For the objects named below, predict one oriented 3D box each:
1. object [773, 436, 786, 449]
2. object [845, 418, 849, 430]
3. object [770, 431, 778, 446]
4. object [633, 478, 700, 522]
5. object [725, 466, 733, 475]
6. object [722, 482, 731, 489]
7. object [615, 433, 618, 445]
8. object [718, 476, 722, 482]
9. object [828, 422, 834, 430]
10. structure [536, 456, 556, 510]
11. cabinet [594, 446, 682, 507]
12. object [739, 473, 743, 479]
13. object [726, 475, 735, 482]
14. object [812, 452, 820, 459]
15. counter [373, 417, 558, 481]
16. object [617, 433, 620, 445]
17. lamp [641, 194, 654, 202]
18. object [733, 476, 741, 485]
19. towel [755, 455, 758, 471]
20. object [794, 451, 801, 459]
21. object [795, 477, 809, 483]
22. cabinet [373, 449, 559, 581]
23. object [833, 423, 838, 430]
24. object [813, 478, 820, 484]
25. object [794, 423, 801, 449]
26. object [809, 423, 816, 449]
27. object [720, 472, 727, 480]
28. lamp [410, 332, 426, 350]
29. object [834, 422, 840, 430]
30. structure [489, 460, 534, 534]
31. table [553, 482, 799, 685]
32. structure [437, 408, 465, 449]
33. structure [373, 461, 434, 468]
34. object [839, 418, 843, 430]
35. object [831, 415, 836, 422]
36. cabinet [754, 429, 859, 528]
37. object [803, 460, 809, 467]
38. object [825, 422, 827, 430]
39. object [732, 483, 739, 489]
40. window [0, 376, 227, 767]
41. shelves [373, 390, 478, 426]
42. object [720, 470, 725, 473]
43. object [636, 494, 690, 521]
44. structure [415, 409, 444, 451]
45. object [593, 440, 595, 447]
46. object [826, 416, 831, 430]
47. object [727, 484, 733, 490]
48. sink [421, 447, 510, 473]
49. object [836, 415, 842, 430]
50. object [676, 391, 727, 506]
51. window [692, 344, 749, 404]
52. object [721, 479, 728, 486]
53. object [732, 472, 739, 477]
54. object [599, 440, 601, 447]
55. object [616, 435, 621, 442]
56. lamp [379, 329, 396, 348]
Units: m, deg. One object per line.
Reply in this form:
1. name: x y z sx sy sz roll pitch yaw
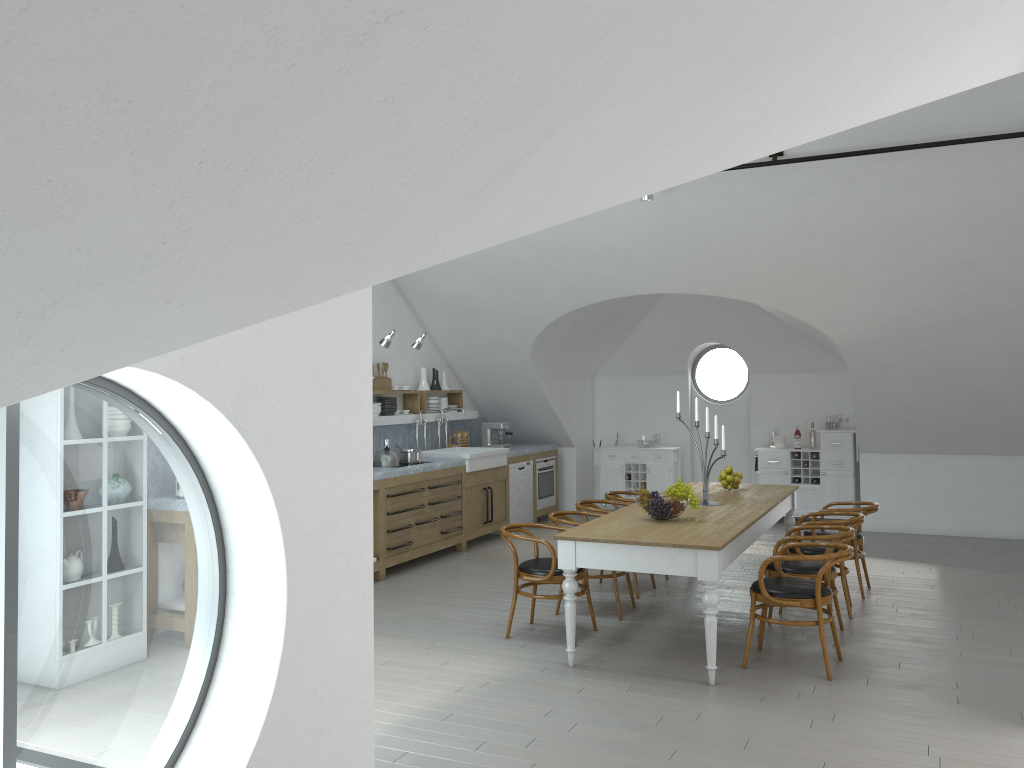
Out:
1. object: 3.366 0.735 11.148 0.158 0.160 0.154 0 -2 -37
2. object: 4.099 0.491 10.842 0.046 0.143 0.046 -2 -2 36
3. object: 3.370 0.692 11.395 0.115 0.209 0.065 -1 -2 27
4. object: 1.038 0.779 5.977 0.394 0.284 0.292 0 -1 -11
5. object: 1.867 0.742 7.631 0.072 0.074 0.072 -1 -1 25
6. object: 1.854 0.869 7.660 0.080 0.074 0.078 0 -1 -20
7. object: 1.428 0.750 12.065 0.039 0.175 0.054 -2 -2 25
8. object: 1.818 0.819 7.679 0.062 0.059 0.062 -1 -1 29
9. object: 3.893 0.515 10.818 0.082 0.105 0.081 0 -2 -27
10. structure: 0.175 1.263 11.466 0.630 0.637 0.632 -1 -1 25
11. cabinet: 1.675 1.239 11.769 1.134 0.790 0.496 -1 -2 25
12. object: 1.961 0.797 7.651 0.063 0.063 0.062 0 -1 -12
13. object: 1.862 0.806 7.562 0.071 0.064 0.072 -1 -1 18
14. object: 3.754 0.882 10.945 0.087 0.085 0.360 -1 -1 25
15. counter: -1.165 0.552 9.095 0.961 0.620 6.572 -1 -1 25
16. object: 1.450 0.752 12.038 0.039 0.164 0.024 -2 -3 38
17. lamp: 1.158 -1.651 7.595 0.112 0.175 0.114 0 -2 -12
18. object: 1.922 0.826 7.579 0.071 0.072 0.070 0 -1 -10
19. towel: 3.140 1.013 11.357 0.049 0.204 0.150 -2 -2 26
20. object: 3.570 0.881 11.041 0.092 0.094 0.359 -1 -1 26
21. object: 3.601 1.186 11.020 0.156 0.085 0.331 -1 -1 26
22. cabinet: -1.167 1.372 8.989 1.003 1.023 6.425 -1 -1 25
23. object: 3.954 0.524 10.878 0.077 0.085 0.077 -1 -2 33
24. object: 3.756 1.187 10.940 0.081 0.081 0.358 -1 -1 23
25. object: 3.573 0.648 11.082 0.081 0.330 0.081 -1 -2 21
26. object: 3.733 0.645 11.001 0.085 0.331 0.085 0 -2 -16
27. object: 1.819 0.790 7.622 0.066 0.071 0.072 0 -1 -6
28. lamp: -0.920 -0.422 8.766 0.169 0.176 0.112 -1 -2 17
29. object: 4.013 0.518 10.937 0.071 0.099 0.071 -2 -2 33
30. structure: -0.148 1.357 10.781 0.598 0.823 0.723 -1 -2 25
31. table: 1.424 1.319 6.687 1.018 0.800 3.347 -1 -1 25
32. structure: -0.701 0.547 10.349 0.332 0.530 0.214 -1 -2 6
33. structure: -1.208 0.815 8.825 0.647 0.041 0.737 -1 0 25
34. object: 4.026 0.492 10.841 0.046 0.143 0.046 -2 -2 36
35. object: 3.994 0.478 11.005 0.054 0.179 0.054 -1 -2 19
36. cabinet: 3.681 1.145 11.041 1.242 1.155 0.609 -1 -2 25
37. object: 3.665 0.990 11.000 0.085 0.085 0.330 -1 -1 25
38. object: 3.927 0.521 10.966 0.094 0.093 0.093 0 -1 -32
39. object: 1.924 0.875 7.634 0.063 0.063 0.064 -2 -2 36
40. window: -1.337 0.676 2.401 0.104 1.472 1.469 -2 -2 25
41. shelves: -1.591 -0.249 8.758 0.480 1.363 5.547 -1 -1 20
42. object: 1.842 0.775 7.706 0.062 0.060 0.062 -1 -1 26
43. object: 1.022 0.842 5.998 0.360 0.160 0.360 -1 -1 5
44. structure: -0.908 0.546 9.907 0.332 0.530 0.214 -1 -2 6
45. object: 1.127 0.889 11.927 0.088 0.269 0.029 -1 -2 -2
46. object: 3.891 0.483 10.901 0.048 0.169 0.048 1 -2 -32
47. object: 1.866 0.883 7.593 0.049 0.050 0.051 -1 -1 29
48. sink: -0.562 0.845 9.964 0.727 0.202 1.020 -1 0 25
49. object: 4.057 0.473 10.996 0.063 0.187 0.063 -1 -2 11
50. object: 1.477 0.485 6.873 0.265 0.876 0.774 -1 -1 -1
51. window: 2.839 -0.132 11.997 0.899 0.901 0.060 -1 -2 25
52. object: 1.819 0.845 7.595 0.059 0.056 0.059 -1 -1 20
53. object: 1.919 0.781 7.614 0.058 0.057 0.053 -2 -2 40
54. object: 1.176 0.889 11.904 0.029 0.269 0.088 1 -3 -38
55. object: 1.439 0.766 12.062 0.097 0.137 0.029 -1 -2 28
56. lamp: -1.169 -0.419 8.245 0.164 0.178 0.115 -2 -2 43
